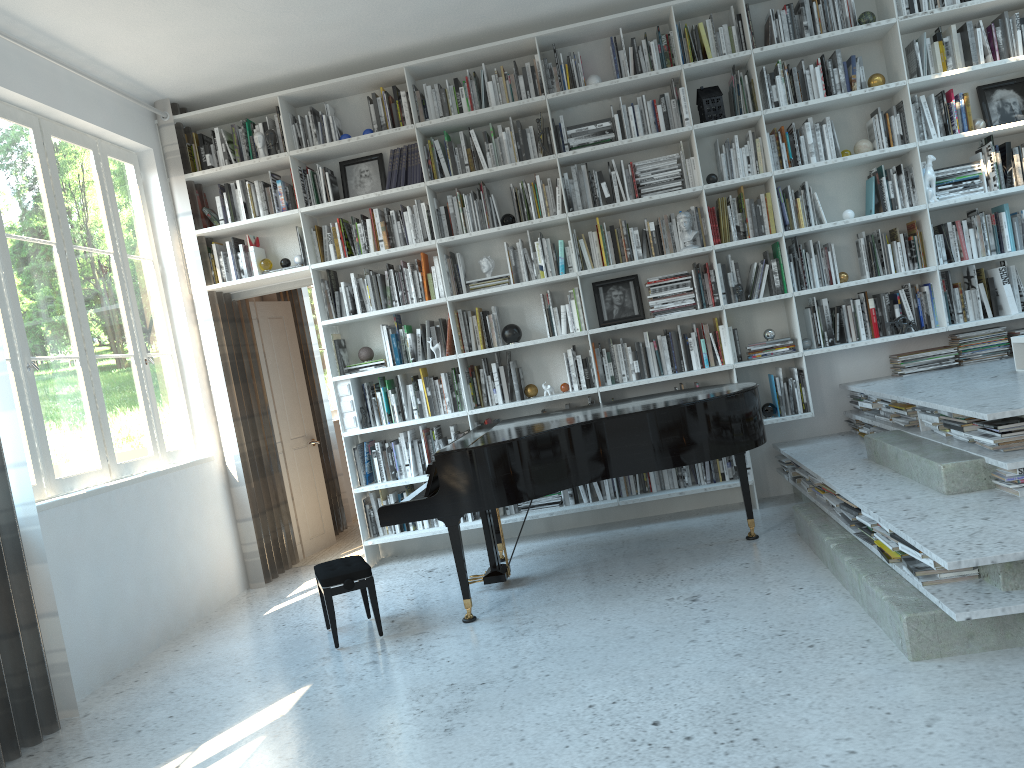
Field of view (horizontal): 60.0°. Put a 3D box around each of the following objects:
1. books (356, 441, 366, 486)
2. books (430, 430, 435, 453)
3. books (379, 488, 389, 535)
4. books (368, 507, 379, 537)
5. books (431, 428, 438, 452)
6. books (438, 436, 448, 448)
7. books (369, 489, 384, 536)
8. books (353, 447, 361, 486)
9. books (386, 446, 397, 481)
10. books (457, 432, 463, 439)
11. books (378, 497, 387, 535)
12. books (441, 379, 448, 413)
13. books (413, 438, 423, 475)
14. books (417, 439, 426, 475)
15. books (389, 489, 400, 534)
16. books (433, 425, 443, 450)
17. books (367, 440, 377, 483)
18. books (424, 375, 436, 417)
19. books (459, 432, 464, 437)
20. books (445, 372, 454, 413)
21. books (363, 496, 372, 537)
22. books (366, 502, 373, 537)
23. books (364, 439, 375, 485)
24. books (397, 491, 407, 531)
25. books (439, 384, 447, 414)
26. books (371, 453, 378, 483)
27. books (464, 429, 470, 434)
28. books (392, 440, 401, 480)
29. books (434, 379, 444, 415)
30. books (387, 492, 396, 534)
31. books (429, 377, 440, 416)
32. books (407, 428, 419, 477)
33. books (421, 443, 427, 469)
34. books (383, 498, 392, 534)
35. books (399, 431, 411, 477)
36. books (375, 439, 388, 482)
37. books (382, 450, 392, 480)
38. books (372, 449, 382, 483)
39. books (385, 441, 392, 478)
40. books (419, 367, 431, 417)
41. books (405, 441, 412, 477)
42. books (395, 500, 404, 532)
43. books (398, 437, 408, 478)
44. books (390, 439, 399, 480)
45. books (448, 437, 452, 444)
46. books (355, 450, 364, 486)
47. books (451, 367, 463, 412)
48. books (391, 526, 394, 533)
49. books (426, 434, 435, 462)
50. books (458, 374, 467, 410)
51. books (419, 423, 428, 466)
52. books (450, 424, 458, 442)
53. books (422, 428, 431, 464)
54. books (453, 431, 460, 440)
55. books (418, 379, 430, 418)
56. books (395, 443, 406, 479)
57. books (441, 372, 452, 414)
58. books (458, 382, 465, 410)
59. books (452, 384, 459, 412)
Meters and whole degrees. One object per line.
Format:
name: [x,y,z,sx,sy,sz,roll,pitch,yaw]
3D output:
books: [-0.986,0.531,5.937,0.011,0.277,0.189,-10,2,7]
books: [-0.502,0.440,5.908,0.013,0.284,0.139,-10,2,7]
books: [-0.841,0.839,5.961,0.011,0.319,0.157,-10,2,7]
books: [-0.911,0.917,5.955,0.029,0.190,0.176,-10,2,7]
books: [-0.487,0.434,5.893,0.022,0.291,0.137,-10,2,7]
books: [-0.428,0.461,5.885,0.059,0.216,0.177,-10,2,7]
books: [-0.890,0.860,5.964,0.045,0.294,0.181,-10,2,7]
books: [-1.019,0.548,5.972,0.012,0.254,0.160,-10,2,7]
books: [-0.781,0.521,5.917,0.028,0.223,0.188,-10,2,7]
books: [-0.320,0.436,5.889,0.030,0.227,0.140,-10,2,7]
books: [-0.852,0.877,5.968,0.024,0.246,0.142,-10,2,7]
books: [-0.430,0.067,5.865,0.010,0.246,0.160,-10,2,7]
books: [-0.613,0.483,5.920,0.031,0.239,0.132,-10,2,7]
books: [-0.583,0.485,5.913,0.028,0.225,0.134,-10,2,7]
books: [-0.766,0.852,5.941,0.023,0.266,0.177,-10,2,7]
books: [-0.471,0.426,5.886,0.013,0.301,0.172,-10,2,7]
books: [-0.921,0.520,5.957,0.010,0.274,0.150,-10,2,7]
books: [-0.526,0.078,5.859,0.028,0.260,0.181,-10,2,7]
books: [-0.299,0.433,5.843,0.023,0.228,0.190,-10,2,7]
books: [-0.399,0.055,5.862,0.013,0.260,0.142,-10,2,7]
books: [-0.956,0.892,5.986,0.012,0.254,0.160,-10,2,7]
books: [-0.936,0.907,5.984,0.023,0.216,0.158,-10,2,7]
books: [-0.955,0.522,5.941,0.052,0.284,0.172,-10,2,7]
books: [-0.719,0.850,5.955,0.022,0.252,0.139,-10,2,7]
books: [-0.441,0.096,5.872,0.023,0.194,0.140,-10,2,7]
books: [-0.897,0.554,5.957,0.024,0.198,0.148,-10,2,7]
books: [-0.271,0.423,5.876,0.026,0.236,0.140,-10,2,7]
books: [-0.753,0.501,5.909,0.010,0.252,0.177,-10,2,7]
books: [-0.468,0.083,5.872,0.025,0.229,0.153,-10,2,7]
books: [-0.784,0.858,5.938,0.013,0.262,0.174,-10,2,7]
books: [-0.498,0.078,5.860,0.028,0.249,0.158,-10,2,7]
books: [-0.655,0.456,5.902,0.039,0.307,0.172,-10,2,7]
books: [-0.562,0.489,5.910,0.013,0.209,0.154,-10,2,7]
books: [-0.818,0.881,5.955,0.022,0.226,0.154,-10,2,7]
books: [-0.696,0.467,5.926,0.027,0.300,0.142,-10,2,7]
books: [-0.857,0.513,5.933,0.029,0.266,0.171,-10,2,7]
books: [-0.822,0.540,5.952,0.025,0.200,0.137,-10,2,7]
books: [-0.879,0.540,5.932,0.022,0.221,0.187,-10,2,7]
books: [-0.803,0.512,5.952,0.022,0.248,0.133,-10,2,7]
books: [-0.555,0.051,5.869,0.021,0.323,0.171,-10,2,7]
books: [-0.671,0.496,5.927,0.012,0.233,0.148,-10,2,7]
books: [-0.737,0.877,5.955,0.022,0.206,0.158,-10,2,7]
books: [-0.712,0.483,5.936,0.013,0.274,0.146,-10,2,7]
books: [-0.764,0.501,5.915,0.013,0.257,0.189,-10,2,7]
books: [-0.382,0.459,5.898,0.030,0.203,0.141,-10,2,7]
books: [-1.000,0.552,5.956,0.029,0.239,0.154,-10,2,7]
books: [-0.351,0.033,5.835,0.014,0.286,0.179,-10,2,7]
books: [-0.792,0.897,5.960,0.022,0.186,0.145,-10,2,7]
books: [-0.520,0.458,5.909,0.029,0.254,0.152,-10,2,7]
books: [-0.311,0.050,5.838,0.010,0.240,0.174,-10,2,7]
books: [-0.562,0.430,5.885,0.014,0.325,0.170,-10,2,7]
books: [-0.364,0.413,5.884,0.025,0.288,0.130,-10,2,7]
books: [-0.546,0.442,5.892,0.012,0.295,0.176,-10,2,7]
books: [-0.345,0.435,5.857,0.011,0.240,0.174,-10,2,7]
books: [-0.569,0.089,5.876,0.026,0.254,0.176,-10,2,7]
books: [-0.731,0.509,5.921,0.028,0.229,0.157,-10,2,7]
books: [-0.418,0.056,5.845,0.021,0.265,0.185,-10,2,7]
books: [-0.320,0.077,5.867,0.023,0.187,0.130,-10,2,7]
books: [-0.366,0.089,5.860,0.041,0.181,0.141,-10,2,7]
